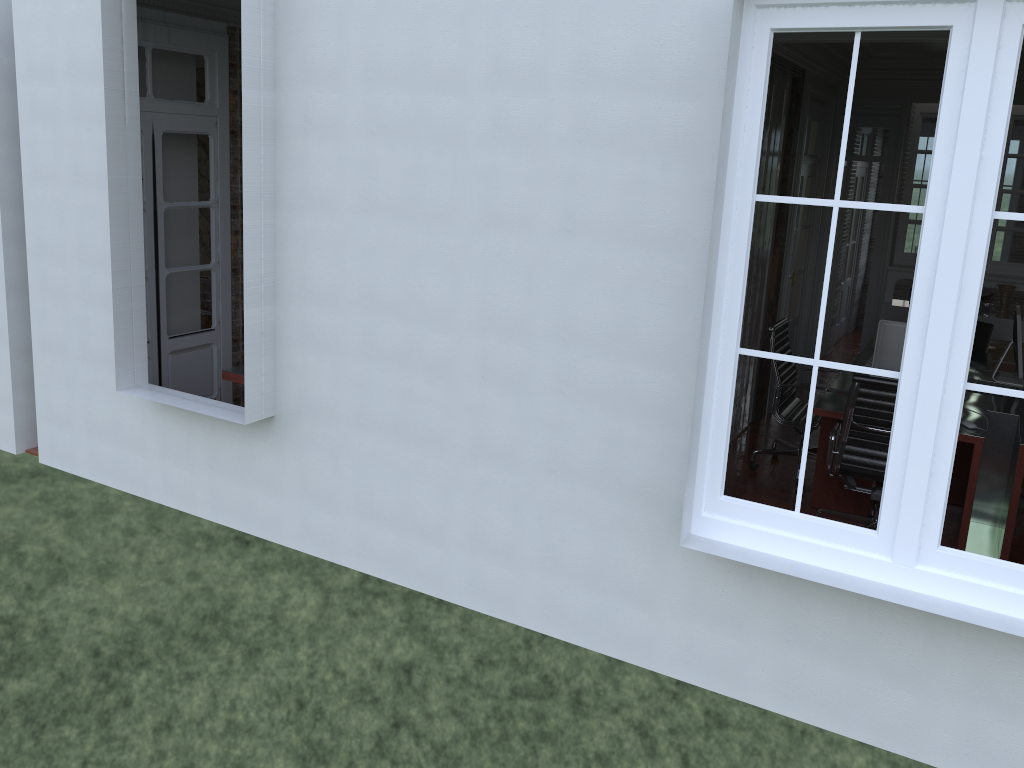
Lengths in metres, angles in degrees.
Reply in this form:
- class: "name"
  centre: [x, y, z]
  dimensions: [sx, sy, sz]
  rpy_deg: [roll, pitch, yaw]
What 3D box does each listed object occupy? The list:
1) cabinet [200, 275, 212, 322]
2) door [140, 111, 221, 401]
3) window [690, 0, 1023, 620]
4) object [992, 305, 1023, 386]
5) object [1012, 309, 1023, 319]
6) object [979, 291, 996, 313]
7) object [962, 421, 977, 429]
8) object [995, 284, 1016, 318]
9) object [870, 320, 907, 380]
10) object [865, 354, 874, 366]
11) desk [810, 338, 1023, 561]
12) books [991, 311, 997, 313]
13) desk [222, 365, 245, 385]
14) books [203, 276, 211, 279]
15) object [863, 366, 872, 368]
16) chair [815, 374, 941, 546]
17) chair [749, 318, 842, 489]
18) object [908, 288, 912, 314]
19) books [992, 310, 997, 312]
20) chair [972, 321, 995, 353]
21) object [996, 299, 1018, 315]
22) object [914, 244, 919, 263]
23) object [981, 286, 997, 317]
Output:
- class: "cabinet"
  centre: [-2.795, -0.864, 9.691]
  dimensions: [1.428, 0.505, 0.492]
  rpy_deg: [11, 15, 28]
- class: "door"
  centre: [-2.311, -0.647, 5.742]
  dimensions: [0.041, 2.157, 1.169]
  rpy_deg: [9, 14, 27]
- class: "window"
  centre: [1.401, -0.278, 2.862]
  dimensions: [1.533, 1.962, 0.128]
  rpy_deg: [10, 14, 28]
- class: "object"
  centre: [3.322, -0.253, 5.859]
  dimensions: [0.190, 0.479, 0.487]
  rpy_deg: [10, 15, 27]
- class: "object"
  centre: [4.421, -0.613, 7.735]
  dimensions: [0.091, 0.086, 0.094]
  rpy_deg: [-3, 15, -25]
- class: "object"
  centre: [4.205, -0.734, 7.970]
  dimensions: [0.384, 0.177, 0.159]
  rpy_deg: [-7, 17, -35]
- class: "object"
  centre: [2.474, 0.216, 4.792]
  dimensions: [0.059, 0.028, 0.107]
  rpy_deg: [2, 15, -3]
- class: "object"
  centre: [4.319, -0.725, 7.766]
  dimensions: [0.144, 0.275, 0.144]
  rpy_deg: [14, 17, 41]
- class: "object"
  centre: [2.333, -0.101, 5.083]
  dimensions: [0.485, 0.479, 0.191]
  rpy_deg: [10, 14, 28]
- class: "object"
  centre: [2.597, -0.166, 6.287]
  dimensions: [0.119, 0.017, 0.442]
  rpy_deg: [11, 17, 27]
- class: "desk"
  centre: [2.857, 0.341, 5.863]
  dimensions: [1.305, 0.719, 2.528]
  rpy_deg: [11, 16, 27]
- class: "books"
  centre: [4.294, -0.684, 8.125]
  dimensions: [0.180, 0.011, 0.249]
  rpy_deg: [1, 15, -7]
- class: "desk"
  centre: [-0.692, 0.231, 5.692]
  dimensions: [1.719, 0.646, 1.457]
  rpy_deg: [11, 16, 27]
- class: "books"
  centre: [-3.271, -1.193, 9.824]
  dimensions: [0.224, 0.028, 0.308]
  rpy_deg: [-10, 19, -40]
- class: "object"
  centre: [2.433, -0.107, 6.007]
  dimensions: [0.106, 0.028, 0.059]
  rpy_deg: [11, 16, 26]
- class: "chair"
  centre: [2.045, 0.414, 4.871]
  dimensions: [0.668, 1.011, 0.704]
  rpy_deg: [11, 15, 31]
- class: "chair"
  centre: [2.016, 0.124, 5.960]
  dimensions: [0.701, 1.011, 0.671]
  rpy_deg: [8, 14, 22]
- class: "object"
  centre: [3.123, -0.434, 6.499]
  dimensions: [0.190, 0.479, 0.488]
  rpy_deg: [-6, 16, -36]
- class: "books"
  centre: [4.294, -0.693, 8.123]
  dimensions: [0.180, 0.007, 0.249]
  rpy_deg: [1, 15, -7]
- class: "chair"
  centre: [3.454, -0.058, 7.142]
  dimensions: [0.603, 0.909, 0.480]
  rpy_deg: [-5, 15, -31]
- class: "object"
  centre: [4.465, -0.708, 7.978]
  dimensions: [0.160, 0.151, 0.218]
  rpy_deg: [6, 14, 13]
- class: "object"
  centre: [3.748, -1.196, 8.098]
  dimensions: [0.129, 0.312, 0.130]
  rpy_deg: [-6, 15, -36]
- class: "object"
  centre: [4.197, -0.738, 7.775]
  dimensions: [0.128, 0.284, 0.130]
  rpy_deg: [2, 12, -5]
